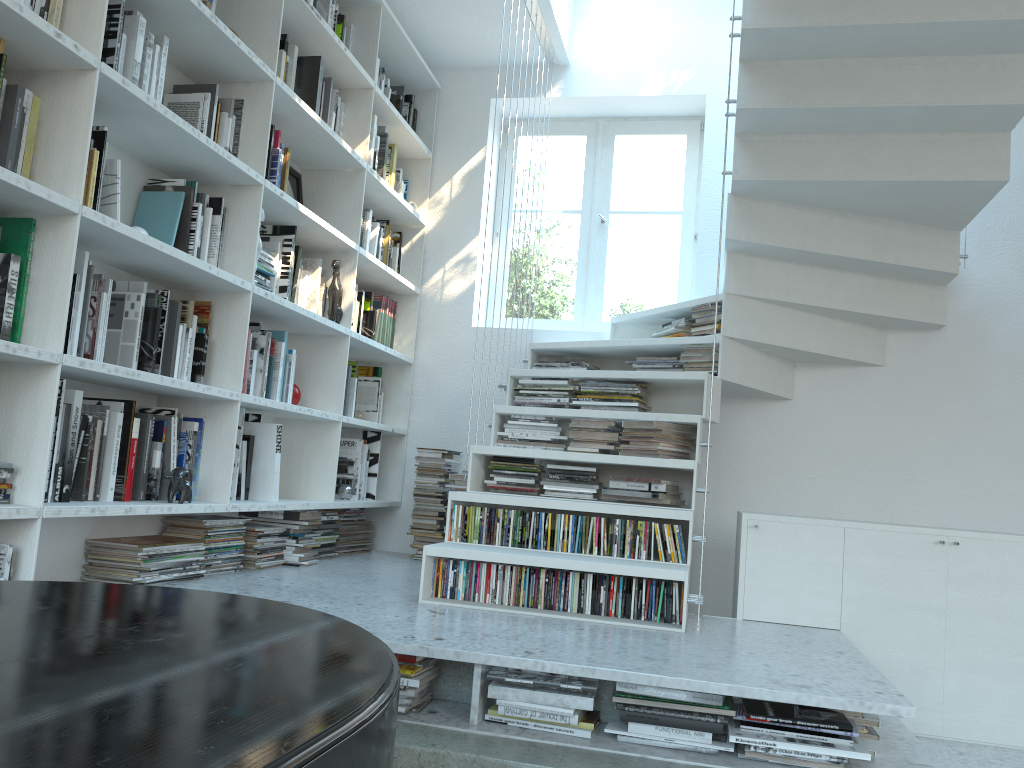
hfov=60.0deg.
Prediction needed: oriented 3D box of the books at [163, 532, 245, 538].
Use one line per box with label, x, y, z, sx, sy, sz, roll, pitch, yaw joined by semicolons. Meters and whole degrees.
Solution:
books;-1.098;0.534;3.170;0.159;0.005;0.285;3;-6;12

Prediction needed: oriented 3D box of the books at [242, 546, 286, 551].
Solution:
books;-1.023;0.641;3.526;0.205;0.007;0.368;3;-6;14

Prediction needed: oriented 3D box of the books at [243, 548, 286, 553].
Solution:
books;-1.021;0.649;3.525;0.207;0.008;0.328;3;-6;11

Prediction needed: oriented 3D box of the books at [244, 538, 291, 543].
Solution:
books;-1.018;0.611;3.528;0.207;0.008;0.328;3;-6;15

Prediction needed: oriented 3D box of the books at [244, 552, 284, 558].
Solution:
books;-1.019;0.664;3.523;0.205;0.007;0.368;3;-6;10

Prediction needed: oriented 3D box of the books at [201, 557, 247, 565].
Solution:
books;-1.095;0.624;3.162;0.159;0.007;0.285;3;-7;18

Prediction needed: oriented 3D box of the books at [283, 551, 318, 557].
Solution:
books;-0.957;0.686;3.638;0.281;0.008;0.168;4;-6;9

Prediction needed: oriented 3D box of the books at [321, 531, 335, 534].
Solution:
books;-0.931;0.650;3.909;0.199;0.009;0.316;3;-6;10

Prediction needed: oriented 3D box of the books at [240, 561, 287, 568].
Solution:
books;-1.019;0.702;3.519;0.207;0.008;0.328;4;-6;9

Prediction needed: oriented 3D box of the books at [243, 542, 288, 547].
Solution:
books;-1.016;0.627;3.526;0.205;0.007;0.368;3;-6;16

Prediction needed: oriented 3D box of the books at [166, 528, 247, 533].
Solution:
books;-1.089;0.518;3.173;0.161;0.005;0.254;3;-7;17

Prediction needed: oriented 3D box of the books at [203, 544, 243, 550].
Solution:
books;-1.100;0.575;3.168;0.161;0.007;0.254;3;-6;14

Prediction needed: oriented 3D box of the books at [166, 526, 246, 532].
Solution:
books;-1.091;0.513;3.174;0.159;0.005;0.285;3;-6;10

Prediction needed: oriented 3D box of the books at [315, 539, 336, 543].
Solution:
books;-0.933;0.684;3.906;0.198;0.008;0.354;3;-6;10

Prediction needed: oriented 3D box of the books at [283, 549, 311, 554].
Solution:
books;-0.956;0.676;3.639;0.206;0.012;0.183;3;-6;12

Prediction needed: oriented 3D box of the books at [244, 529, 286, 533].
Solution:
books;-1.006;0.573;3.529;0.205;0.007;0.368;4;-6;8

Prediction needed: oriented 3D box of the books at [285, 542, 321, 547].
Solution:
books;-0.953;0.647;3.649;0.292;0.008;0.158;3;-6;16

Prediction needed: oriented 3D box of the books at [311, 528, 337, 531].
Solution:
books;-0.932;0.632;3.911;0.198;0.008;0.354;3;-6;11

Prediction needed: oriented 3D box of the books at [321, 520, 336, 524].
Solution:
books;-0.924;0.603;3.915;0.199;0.018;0.316;4;-6;9

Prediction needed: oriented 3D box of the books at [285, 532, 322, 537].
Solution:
books;-0.950;0.610;3.652;0.282;0.010;0.169;3;-6;12

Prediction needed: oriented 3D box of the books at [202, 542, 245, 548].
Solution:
books;-1.100;0.569;3.169;0.159;0.007;0.285;3;-6;14

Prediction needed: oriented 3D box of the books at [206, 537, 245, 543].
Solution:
books;-1.097;0.550;3.167;0.159;0.005;0.285;3;-6;11

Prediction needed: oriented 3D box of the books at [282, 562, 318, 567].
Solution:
books;-0.959;0.730;3.641;0.278;0.012;0.159;3;-6;16

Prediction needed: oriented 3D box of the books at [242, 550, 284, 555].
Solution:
books;-1.021;0.656;3.524;0.207;0.008;0.328;3;-6;15

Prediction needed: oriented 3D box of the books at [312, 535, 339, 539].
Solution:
books;-0.932;0.667;3.907;0.198;0.008;0.354;3;-6;16

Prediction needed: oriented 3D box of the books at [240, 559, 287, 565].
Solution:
books;-1.021;0.694;3.520;0.207;0.008;0.328;3;-6;16

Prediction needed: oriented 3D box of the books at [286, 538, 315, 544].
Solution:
books;-0.951;0.637;3.654;0.235;0.014;0.166;3;-6;13

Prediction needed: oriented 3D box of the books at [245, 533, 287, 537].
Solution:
books;-1.016;0.588;3.530;0.207;0.008;0.328;3;-6;15

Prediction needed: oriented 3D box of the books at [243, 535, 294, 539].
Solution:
books;-1.009;0.597;3.528;0.207;0.008;0.328;3;-7;18

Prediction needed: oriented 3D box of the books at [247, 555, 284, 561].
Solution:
books;-1.029;0.679;3.523;0.207;0.008;0.328;3;-6;13

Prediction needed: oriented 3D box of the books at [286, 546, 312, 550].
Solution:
books;-0.953;0.665;3.654;0.209;0.013;0.149;3;-6;16

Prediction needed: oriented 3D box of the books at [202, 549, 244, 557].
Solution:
books;-1.095;0.596;3.165;0.159;0.007;0.285;4;-6;9

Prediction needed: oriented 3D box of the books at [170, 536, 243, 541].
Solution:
books;-1.098;0.544;3.168;0.161;0.005;0.254;3;-6;12

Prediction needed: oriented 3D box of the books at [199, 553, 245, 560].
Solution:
books;-1.101;0.609;3.165;0.159;0.007;0.285;3;-6;15

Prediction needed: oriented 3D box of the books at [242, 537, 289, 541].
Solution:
books;-1.020;0.604;3.529;0.205;0.007;0.368;3;-6;12

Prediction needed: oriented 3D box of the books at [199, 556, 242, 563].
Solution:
books;-1.097;0.617;3.163;0.161;0.007;0.254;4;-6;9

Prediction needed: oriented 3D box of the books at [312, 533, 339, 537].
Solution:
books;-0.926;0.658;3.907;0.199;0.009;0.316;3;-7;18

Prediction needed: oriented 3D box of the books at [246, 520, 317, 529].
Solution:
books;-0.948;0.578;3.654;0.243;0.015;0.165;3;-6;16

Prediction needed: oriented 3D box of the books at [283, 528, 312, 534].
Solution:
books;-0.950;0.594;3.646;0.196;0.019;0.173;3;-7;18

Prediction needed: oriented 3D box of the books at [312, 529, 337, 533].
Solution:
books;-0.930;0.641;3.910;0.198;0.008;0.354;3;-6;10

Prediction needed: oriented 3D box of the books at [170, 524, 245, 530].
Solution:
books;-1.086;0.508;3.173;0.161;0.005;0.254;4;-6;8

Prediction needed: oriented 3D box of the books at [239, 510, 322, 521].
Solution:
books;-0.947;0.530;3.643;0.266;0.035;0.205;3;-6;14

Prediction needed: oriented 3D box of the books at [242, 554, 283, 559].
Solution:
books;-1.025;0.671;3.523;0.207;0.008;0.328;3;-6;12

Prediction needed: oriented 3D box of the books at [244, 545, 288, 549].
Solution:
books;-1.022;0.634;3.526;0.207;0.008;0.328;3;-6;14

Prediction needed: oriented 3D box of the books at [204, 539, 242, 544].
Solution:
books;-1.101;0.555;3.168;0.161;0.005;0.254;3;-6;13

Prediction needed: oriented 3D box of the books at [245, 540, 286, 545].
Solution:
books;-1.016;0.619;3.527;0.207;0.008;0.328;3;-6;10

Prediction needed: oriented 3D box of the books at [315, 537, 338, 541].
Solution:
books;-0.930;0.675;3.906;0.199;0.009;0.316;3;-7;17

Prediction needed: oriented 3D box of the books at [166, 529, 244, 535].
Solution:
books;-1.090;0.523;3.169;0.159;0.005;0.285;4;-6;9

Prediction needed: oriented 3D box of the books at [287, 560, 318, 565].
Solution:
books;-0.956;0.721;3.652;0.292;0.008;0.132;4;-6;9

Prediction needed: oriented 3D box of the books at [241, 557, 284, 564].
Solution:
books;-1.027;0.686;3.522;0.205;0.007;0.368;3;-6;14

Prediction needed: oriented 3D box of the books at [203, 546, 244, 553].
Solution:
books;-1.092;0.583;3.166;0.159;0.007;0.285;4;-6;8

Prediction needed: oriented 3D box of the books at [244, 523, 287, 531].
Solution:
books;-1.014;0.565;3.532;0.205;0.007;0.368;3;-6;15

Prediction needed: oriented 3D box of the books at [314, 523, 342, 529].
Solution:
books;-0.922;0.621;3.912;0.198;0.017;0.354;3;-7;18

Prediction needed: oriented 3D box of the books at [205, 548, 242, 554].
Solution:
books;-1.101;0.589;3.167;0.161;0.007;0.254;3;-6;14

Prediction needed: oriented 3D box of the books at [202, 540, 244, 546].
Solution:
books;-1.102;0.561;3.170;0.159;0.007;0.285;3;-6;13

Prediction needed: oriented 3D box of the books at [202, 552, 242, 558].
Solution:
books;-1.096;0.603;3.164;0.161;0.007;0.254;4;-6;9

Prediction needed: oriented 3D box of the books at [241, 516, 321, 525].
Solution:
books;-0.946;0.560;3.654;0.285;0.012;0.159;4;-6;9

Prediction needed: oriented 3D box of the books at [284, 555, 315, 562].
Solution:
books;-0.956;0.704;3.648;0.244;0.025;0.161;3;-6;12

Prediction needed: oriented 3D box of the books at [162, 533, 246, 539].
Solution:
books;-1.098;0.539;3.169;0.159;0.005;0.285;3;-6;14
